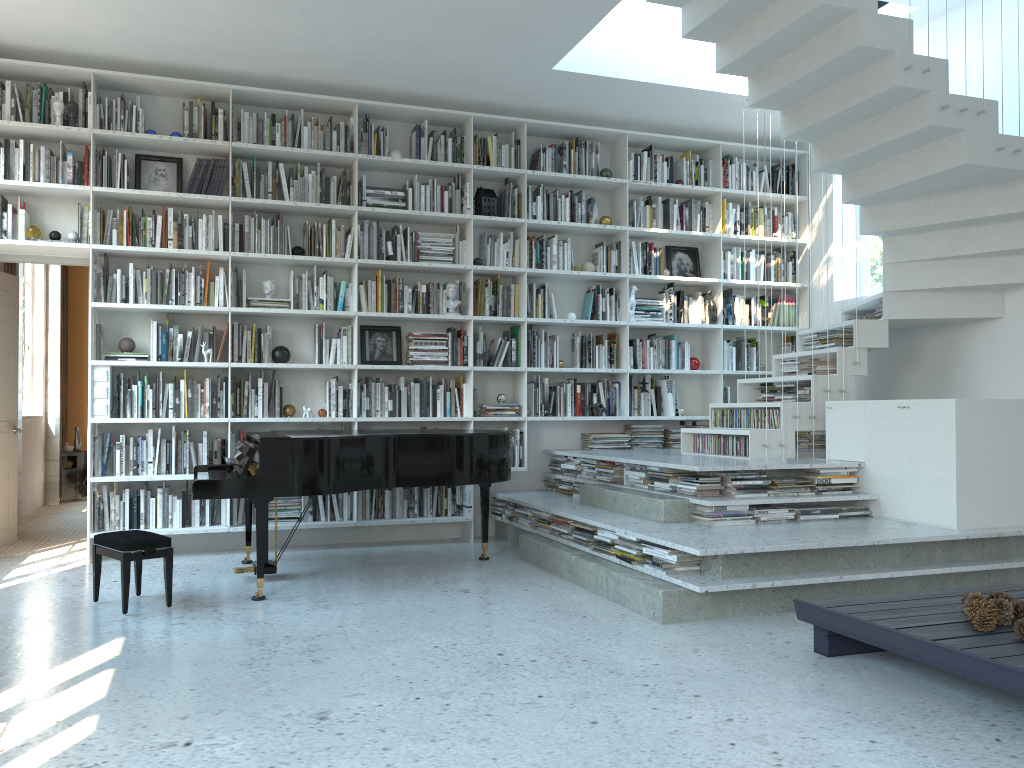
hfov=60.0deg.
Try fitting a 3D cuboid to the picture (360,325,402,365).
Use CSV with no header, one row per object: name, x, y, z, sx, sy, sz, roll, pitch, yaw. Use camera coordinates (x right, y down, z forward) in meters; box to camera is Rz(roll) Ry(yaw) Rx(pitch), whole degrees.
picture,-0.956,-0.277,6.471,0.300,0.299,0.077,0,-1,-19

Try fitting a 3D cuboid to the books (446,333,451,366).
books,-0.480,-0.248,6.579,0.012,0.254,0.161,0,-1,-19

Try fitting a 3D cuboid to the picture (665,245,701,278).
picture,1.416,-0.988,7.321,0.300,0.299,0.077,0,-1,-19

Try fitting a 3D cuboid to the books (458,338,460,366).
books,-0.413,-0.229,6.615,0.021,0.217,0.132,0,-1,-19

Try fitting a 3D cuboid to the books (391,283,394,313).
books,-0.883,-0.606,6.443,0.012,0.228,0.169,0,-1,-19

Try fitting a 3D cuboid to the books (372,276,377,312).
books,-0.996,-0.634,6.425,0.010,0.284,0.136,0,-1,-19

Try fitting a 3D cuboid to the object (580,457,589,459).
object,0.612,0.521,6.258,0.159,0.007,0.285,1,-2,-22

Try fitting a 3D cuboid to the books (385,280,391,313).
books,-0.909,-0.621,6.456,0.028,0.259,0.134,0,-1,-19

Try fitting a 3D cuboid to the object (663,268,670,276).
object,1.229,-0.888,7.161,0.091,0.092,0.091,-1,-2,29

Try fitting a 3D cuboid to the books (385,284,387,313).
books,-0.931,-0.606,6.441,0.024,0.228,0.147,0,-1,-19

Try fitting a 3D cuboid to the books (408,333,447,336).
books,-0.628,-0.358,6.532,0.254,0.012,0.161,1,-2,-22

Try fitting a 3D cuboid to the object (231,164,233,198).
object,-1.930,-1.363,6.099,0.012,0.254,0.161,0,-1,-19

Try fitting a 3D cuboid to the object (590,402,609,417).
object,0.672,0.195,6.799,0.160,0.114,0.064,1,-2,-32

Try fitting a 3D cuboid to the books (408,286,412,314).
books,-0.768,-0.598,6.484,0.030,0.215,0.168,0,-1,-19

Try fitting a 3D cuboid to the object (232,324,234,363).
object,-1.921,-0.269,6.094,0.012,0.270,0.130,0,-1,-19

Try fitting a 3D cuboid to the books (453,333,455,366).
books,-0.450,-0.249,6.599,0.013,0.256,0.163,0,-1,-19

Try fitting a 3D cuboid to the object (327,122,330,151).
object,-1.313,-1.721,6.322,0.010,0.246,0.157,0,-1,-19

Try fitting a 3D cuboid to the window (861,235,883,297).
window,3.023,-1.291,6.710,0.042,1.226,1.117,0,-1,-19

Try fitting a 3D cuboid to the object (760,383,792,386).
object,1.894,0.004,6.353,0.161,0.025,0.174,0,-2,-15

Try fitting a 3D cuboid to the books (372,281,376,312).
books,-1.010,-0.613,6.407,0.029,0.240,0.155,0,-1,-19

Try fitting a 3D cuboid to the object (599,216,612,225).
object,0.732,-1.265,6.936,0.100,0.101,0.100,1,-2,-42

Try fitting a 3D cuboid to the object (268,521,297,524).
object,-1.621,0.954,6.157,0.254,0.007,0.161,0,-2,-16

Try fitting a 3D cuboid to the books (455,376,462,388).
books,-0.396,0.096,6.612,0.011,0.300,0.149,0,-1,-19

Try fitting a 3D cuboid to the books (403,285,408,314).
books,-0.793,-0.600,6.474,0.024,0.216,0.175,0,-1,-19

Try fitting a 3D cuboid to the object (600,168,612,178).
object,0.733,-1.634,6.937,0.104,0.105,0.104,-1,-2,29

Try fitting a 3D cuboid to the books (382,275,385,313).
books,-0.940,-0.633,6.414,0.010,0.281,0.170,0,-1,-19

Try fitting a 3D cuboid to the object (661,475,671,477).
object,0.966,0.543,5.290,0.142,0.006,0.203,1,-2,-21

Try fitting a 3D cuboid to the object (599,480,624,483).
object,0.713,0.653,5.986,0.145,0.010,0.266,1,-2,-23

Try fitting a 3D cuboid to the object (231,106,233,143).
object,-1.931,-1.746,6.107,0.012,0.285,0.159,0,-1,-19

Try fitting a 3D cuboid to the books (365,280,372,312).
books,-1.038,-0.617,6.403,0.026,0.248,0.139,0,-1,-19

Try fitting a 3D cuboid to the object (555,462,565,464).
object,0.426,0.602,6.822,0.135,0.011,0.221,0,-2,-15

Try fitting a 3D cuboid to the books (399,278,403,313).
books,-0.824,-0.626,6.449,0.028,0.267,0.190,0,-1,-19

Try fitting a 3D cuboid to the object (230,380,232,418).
object,-1.927,0.105,6.072,0.012,0.254,0.161,0,-1,-19

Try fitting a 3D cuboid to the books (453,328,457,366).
books,-0.438,-0.264,6.602,0.011,0.288,0.152,0,-1,-19

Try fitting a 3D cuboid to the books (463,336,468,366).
books,-0.368,-0.235,6.602,0.034,0.229,0.199,0,-1,-19

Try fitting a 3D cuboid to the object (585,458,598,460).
object,0.626,0.527,6.263,0.144,0.005,0.257,1,-2,-19

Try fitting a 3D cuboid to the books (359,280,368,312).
books,-1.068,-0.615,6.383,0.042,0.242,0.162,0,-1,-19

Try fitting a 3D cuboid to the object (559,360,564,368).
object,0.369,-0.149,6.861,0.071,0.072,0.071,-1,-2,29

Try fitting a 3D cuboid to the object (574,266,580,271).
object,0.498,-0.883,6.908,0.068,0.068,0.068,1,-2,-42

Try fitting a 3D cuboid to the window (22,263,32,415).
window,-4.493,-0.707,7.994,0.073,2.008,1.983,0,-1,-19

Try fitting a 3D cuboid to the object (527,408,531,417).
object,0.107,0.213,6.757,0.071,0.072,0.071,-1,-2,29

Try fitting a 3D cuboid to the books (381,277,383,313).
books,-0.956,-0.627,6.392,0.015,0.266,0.189,0,-1,-19

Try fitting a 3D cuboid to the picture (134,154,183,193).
picture,-2.384,-1.396,5.989,0.300,0.299,0.077,0,-1,-19

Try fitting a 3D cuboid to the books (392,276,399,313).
books,-0.847,-0.634,6.456,0.013,0.283,0.177,0,-1,-19

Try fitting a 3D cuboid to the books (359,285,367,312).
books,-1.081,-0.598,6.366,0.053,0.208,0.156,0,-1,-19

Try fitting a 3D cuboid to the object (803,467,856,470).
object,1.841,0.481,5.197,0.284,0.030,0.177,1,-2,-19

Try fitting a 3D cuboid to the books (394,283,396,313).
books,-0.868,-0.610,6.456,0.025,0.236,0.137,0,-1,-19

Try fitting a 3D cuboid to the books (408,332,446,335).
books,-0.627,-0.370,6.530,0.254,0.012,0.161,0,-2,-15

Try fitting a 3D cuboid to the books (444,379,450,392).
books,-0.484,0.103,6.590,0.010,0.284,0.132,0,-1,-19

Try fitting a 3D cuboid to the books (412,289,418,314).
books,-0.734,-0.590,6.509,0.050,0.199,0.145,0,-1,-19

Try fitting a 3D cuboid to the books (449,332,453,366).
books,-0.468,-0.251,6.580,0.011,0.260,0.184,0,-1,-19

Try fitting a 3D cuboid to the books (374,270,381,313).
books,-0.970,-0.652,6.389,0.014,0.317,0.188,0,-1,-19

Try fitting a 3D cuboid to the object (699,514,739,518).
object,1.139,0.715,4.832,0.204,0.004,0.140,0,-2,-16

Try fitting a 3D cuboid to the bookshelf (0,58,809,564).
bookshelf,-0.535,-0.400,6.502,6.297,3.141,0.330,0,-1,-19

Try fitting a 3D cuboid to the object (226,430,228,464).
object,-1.955,0.460,6.077,0.017,0.290,0.089,0,-1,-19

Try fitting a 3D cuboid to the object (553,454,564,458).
object,0.430,0.550,6.824,0.131,0.024,0.290,0,-2,-17

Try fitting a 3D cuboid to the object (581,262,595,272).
object,0.599,-0.903,6.968,0.111,0.113,0.111,1,-2,-42

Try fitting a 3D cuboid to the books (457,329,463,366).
books,-0.393,-0.260,6.605,0.011,0.279,0.186,0,-1,-19
